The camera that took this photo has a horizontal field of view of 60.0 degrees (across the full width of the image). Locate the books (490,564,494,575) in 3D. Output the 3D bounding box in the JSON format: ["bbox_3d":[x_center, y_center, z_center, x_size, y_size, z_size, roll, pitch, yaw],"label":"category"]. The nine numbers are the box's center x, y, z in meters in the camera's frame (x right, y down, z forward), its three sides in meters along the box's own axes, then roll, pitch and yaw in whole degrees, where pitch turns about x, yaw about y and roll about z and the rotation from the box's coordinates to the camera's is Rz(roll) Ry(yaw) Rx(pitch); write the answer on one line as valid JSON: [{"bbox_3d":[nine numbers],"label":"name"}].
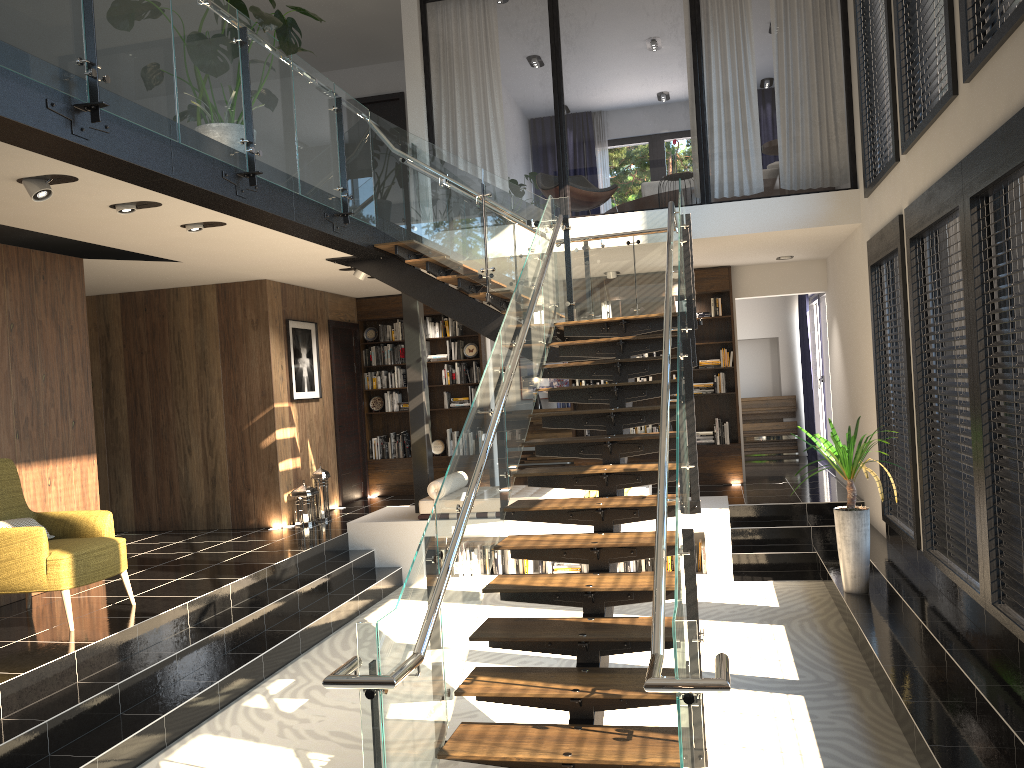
[{"bbox_3d":[-0.211,1.753,8.868,0.028,0.282,0.172,-3,1,13],"label":"books"}]

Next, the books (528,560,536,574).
[{"bbox_3d":[0.195,1.740,8.770,0.050,0.258,0.215,-3,0,13],"label":"books"}]

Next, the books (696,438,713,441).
[{"bbox_3d":[2.382,0.690,11.101,0.250,0.026,0.148,-4,0,9],"label":"books"}]

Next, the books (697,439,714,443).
[{"bbox_3d":[2.381,0.719,11.090,0.286,0.030,0.176,-4,0,11],"label":"books"}]

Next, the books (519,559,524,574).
[{"bbox_3d":[0.098,1.749,8.818,0.034,0.252,0.151,-3,1,13],"label":"books"}]

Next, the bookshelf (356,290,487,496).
[{"bbox_3d":[-1.166,0.135,11.919,1.704,2.683,0.273,-3,1,13],"label":"bookshelf"}]

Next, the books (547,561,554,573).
[{"bbox_3d":[0.382,1.749,8.752,0.030,0.218,0.186,-3,0,13],"label":"books"}]

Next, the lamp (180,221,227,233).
[{"bbox_3d":[-2.253,-1.206,6.465,0.346,0.177,0.195,-3,0,13],"label":"lamp"}]

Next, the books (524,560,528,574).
[{"bbox_3d":[0.156,1.755,8.771,0.028,0.233,0.205,-3,0,13],"label":"books"}]

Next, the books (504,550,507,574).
[{"bbox_3d":[-0.049,1.730,8.851,0.023,0.308,0.126,-3,1,13],"label":"books"}]

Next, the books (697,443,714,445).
[{"bbox_3d":[2.385,0.746,11.099,0.273,0.025,0.156,-4,0,11],"label":"books"}]

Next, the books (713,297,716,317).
[{"bbox_3d":[2.528,-0.952,11.049,0.023,0.238,0.178,-3,0,13],"label":"books"}]

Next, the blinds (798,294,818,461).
[{"bbox_3d":[4.443,-0.184,13.406,0.161,2.771,1.080,-3,1,11],"label":"blinds"}]

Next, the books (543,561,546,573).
[{"bbox_3d":[0.331,1.735,8.790,0.045,0.252,0.142,-3,1,13],"label":"books"}]

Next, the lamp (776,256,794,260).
[{"bbox_3d":[3.221,-1.546,10.478,0.195,0.158,0.346,-3,0,13],"label":"lamp"}]

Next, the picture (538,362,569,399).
[{"bbox_3d":[1.861,-0.197,14.974,3.544,0.748,0.035,-4,1,13],"label":"picture"}]

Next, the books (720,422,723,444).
[{"bbox_3d":[2.613,0.611,11.037,0.023,0.267,0.147,-3,1,13],"label":"books"}]

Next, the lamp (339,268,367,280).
[{"bbox_3d":[-1.627,-1.198,9.191,0.346,0.263,0.195,-3,0,13],"label":"lamp"}]

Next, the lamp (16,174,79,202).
[{"bbox_3d":[-2.594,-1.151,4.953,0.346,0.247,0.195,-3,0,13],"label":"lamp"}]

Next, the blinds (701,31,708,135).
[{"bbox_3d":[2.057,-3.187,8.729,0.670,2.699,0.134,-3,1,13],"label":"blinds"}]

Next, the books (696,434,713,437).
[{"bbox_3d":[2.378,0.641,11.099,0.251,0.026,0.148,-4,0,9],"label":"books"}]

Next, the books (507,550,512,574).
[{"bbox_3d":[-0.005,1.758,8.810,0.027,0.246,0.193,-3,0,13],"label":"books"}]

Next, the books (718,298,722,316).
[{"bbox_3d":[2.584,-0.949,11.014,0.028,0.227,0.165,-3,0,13],"label":"books"}]

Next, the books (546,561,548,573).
[{"bbox_3d":[0.357,1.731,8.757,0.020,0.257,0.154,-3,1,13],"label":"books"}]

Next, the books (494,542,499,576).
[{"bbox_3d":[-0.135,1.740,8.841,0.033,0.299,0.195,-3,1,13],"label":"books"}]

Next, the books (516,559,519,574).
[{"bbox_3d":[0.066,1.730,8.809,0.023,0.293,0.157,-3,1,13],"label":"books"}]

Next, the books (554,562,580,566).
[{"bbox_3d":[0.548,1.761,8.733,0.249,0.026,0.148,-4,0,10],"label":"books"}]

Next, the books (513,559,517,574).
[{"bbox_3d":[0.043,1.726,8.810,0.020,0.305,0.172,-3,1,13],"label":"books"}]

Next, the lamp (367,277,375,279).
[{"bbox_3d":[-1.457,-1.224,9.945,0.346,0.231,0.195,-3,0,13],"label":"lamp"}]

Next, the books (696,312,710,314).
[{"bbox_3d":[2.349,-0.881,11.108,0.246,0.021,0.148,-4,0,13],"label":"books"}]

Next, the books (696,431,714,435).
[{"bbox_3d":[2.374,0.613,11.084,0.288,0.030,0.175,-4,0,17],"label":"books"}]

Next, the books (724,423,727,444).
[{"bbox_3d":[2.655,0.615,11.017,0.023,0.254,0.191,-3,0,13],"label":"books"}]

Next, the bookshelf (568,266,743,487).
[{"bbox_3d":[1.778,-0.046,11.245,2.090,2.683,0.273,-3,1,13],"label":"bookshelf"}]

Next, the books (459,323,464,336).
[{"bbox_3d":[-0.679,-0.732,11.818,0.022,0.195,0.135,-3,0,13],"label":"books"}]

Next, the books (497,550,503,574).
[{"bbox_3d":[-0.103,1.741,8.847,0.025,0.293,0.205,-3,0,13],"label":"books"}]

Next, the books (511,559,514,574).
[{"bbox_3d":[0.022,1.727,8.820,0.026,0.305,0.187,-3,1,13],"label":"books"}]

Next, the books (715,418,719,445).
[{"bbox_3d":[2.557,0.585,11.038,0.030,0.326,0.195,-3,1,13],"label":"books"}]

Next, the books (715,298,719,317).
[{"bbox_3d":[2.549,-0.948,11.004,0.036,0.228,0.198,-3,0,13],"label":"books"}]

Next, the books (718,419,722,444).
[{"bbox_3d":[2.585,0.591,11.033,0.027,0.311,0.148,-3,1,13],"label":"books"}]

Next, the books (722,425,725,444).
[{"bbox_3d":[2.635,0.627,11.030,0.022,0.234,0.178,-3,0,13],"label":"books"}]

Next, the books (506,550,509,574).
[{"bbox_3d":[-0.027,1.739,8.838,0.025,0.287,0.169,-3,1,13],"label":"books"}]

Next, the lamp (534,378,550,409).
[{"bbox_3d":[0.412,0.082,15.052,0.470,0.726,0.470,-3,0,5],"label":"lamp"}]

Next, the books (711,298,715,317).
[{"bbox_3d":[2.502,-0.946,11.051,0.030,0.231,0.176,-3,0,13],"label":"books"}]

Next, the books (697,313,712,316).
[{"bbox_3d":[2.345,-0.858,11.086,0.288,0.025,0.175,-4,0,9],"label":"books"}]

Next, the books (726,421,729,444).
[{"bbox_3d":[2.675,0.604,11.004,0.025,0.274,0.204,-3,0,13],"label":"books"}]

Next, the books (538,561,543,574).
[{"bbox_3d":[0.290,1.721,8.782,0.030,0.284,0.176,-3,1,13],"label":"books"}]

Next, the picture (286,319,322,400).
[{"bbox_3d":[-2.409,-0.277,10.303,0.028,0.911,0.748,-3,0,13],"label":"picture"}]

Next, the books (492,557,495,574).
[{"bbox_3d":[-0.168,1.774,8.873,0.050,0.234,0.149,-3,1,13],"label":"books"}]

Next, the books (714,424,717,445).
[{"bbox_3d":[2.532,0.626,11.042,0.026,0.247,0.149,-3,1,13],"label":"books"}]

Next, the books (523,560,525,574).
[{"bbox_3d":[0.132,1.726,8.820,0.036,0.293,0.128,-3,1,13],"label":"books"}]

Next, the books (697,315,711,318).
[{"bbox_3d":[2.348,-0.834,11.094,0.285,0.025,0.176,-4,0,14],"label":"books"}]

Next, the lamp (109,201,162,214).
[{"bbox_3d":[-2.425,-1.196,5.708,0.346,0.177,0.195,-3,0,13],"label":"lamp"}]

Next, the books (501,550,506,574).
[{"bbox_3d":[-0.072,1.750,8.858,0.029,0.271,0.128,-3,1,13],"label":"books"}]
